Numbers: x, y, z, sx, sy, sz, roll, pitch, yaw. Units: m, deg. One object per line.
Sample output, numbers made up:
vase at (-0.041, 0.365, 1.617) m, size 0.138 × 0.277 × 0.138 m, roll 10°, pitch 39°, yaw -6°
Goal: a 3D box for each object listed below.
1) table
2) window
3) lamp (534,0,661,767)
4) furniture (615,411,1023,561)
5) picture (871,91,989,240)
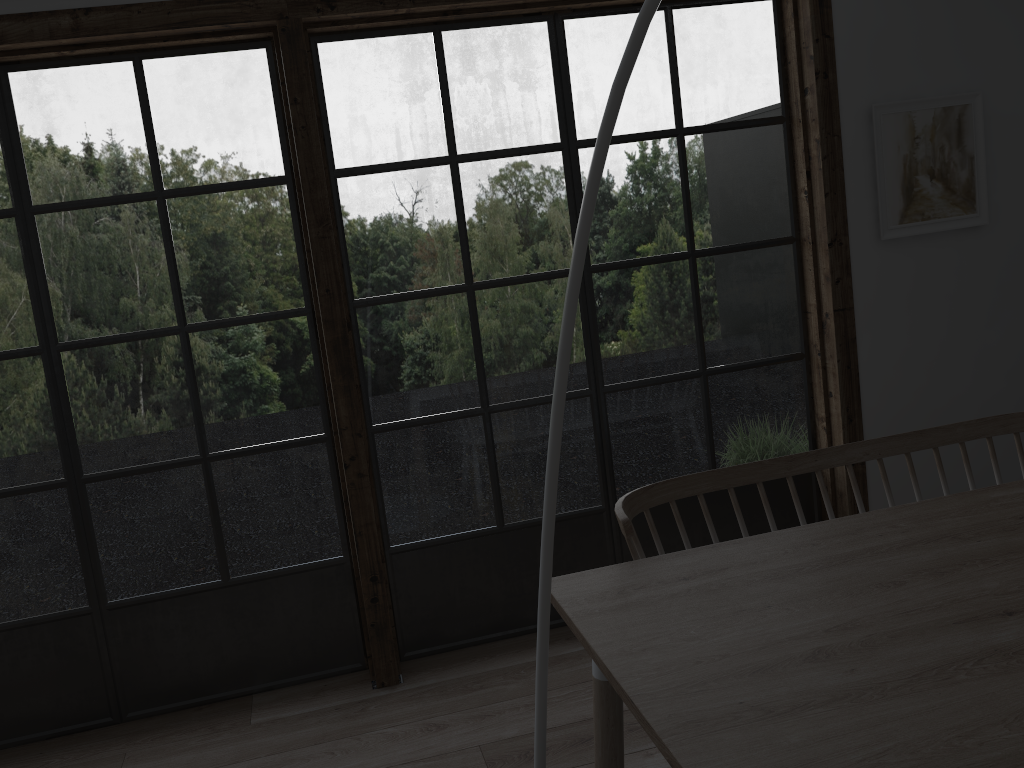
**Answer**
table at (1.203, 0.672, 1.573) m, size 2.025 × 0.744 × 0.951 m, roll -9°, pitch 10°, yaw -10°
window at (-1.421, 0.045, 2.735) m, size 5.360 × 2.241 × 0.164 m, roll -9°, pitch 8°, yaw -10°
lamp at (-1.047, 0.328, 1.568) m, size 5.287 × 2.010 × 0.867 m, roll -5°, pitch 8°, yaw 15°
furniture at (0.954, 0.587, 2.037) m, size 1.349 × 0.804 × 0.553 m, roll -9°, pitch 9°, yaw -10°
picture at (1.476, -0.772, 3.127) m, size 0.431 × 0.467 × 0.030 m, roll -9°, pitch 7°, yaw -10°
